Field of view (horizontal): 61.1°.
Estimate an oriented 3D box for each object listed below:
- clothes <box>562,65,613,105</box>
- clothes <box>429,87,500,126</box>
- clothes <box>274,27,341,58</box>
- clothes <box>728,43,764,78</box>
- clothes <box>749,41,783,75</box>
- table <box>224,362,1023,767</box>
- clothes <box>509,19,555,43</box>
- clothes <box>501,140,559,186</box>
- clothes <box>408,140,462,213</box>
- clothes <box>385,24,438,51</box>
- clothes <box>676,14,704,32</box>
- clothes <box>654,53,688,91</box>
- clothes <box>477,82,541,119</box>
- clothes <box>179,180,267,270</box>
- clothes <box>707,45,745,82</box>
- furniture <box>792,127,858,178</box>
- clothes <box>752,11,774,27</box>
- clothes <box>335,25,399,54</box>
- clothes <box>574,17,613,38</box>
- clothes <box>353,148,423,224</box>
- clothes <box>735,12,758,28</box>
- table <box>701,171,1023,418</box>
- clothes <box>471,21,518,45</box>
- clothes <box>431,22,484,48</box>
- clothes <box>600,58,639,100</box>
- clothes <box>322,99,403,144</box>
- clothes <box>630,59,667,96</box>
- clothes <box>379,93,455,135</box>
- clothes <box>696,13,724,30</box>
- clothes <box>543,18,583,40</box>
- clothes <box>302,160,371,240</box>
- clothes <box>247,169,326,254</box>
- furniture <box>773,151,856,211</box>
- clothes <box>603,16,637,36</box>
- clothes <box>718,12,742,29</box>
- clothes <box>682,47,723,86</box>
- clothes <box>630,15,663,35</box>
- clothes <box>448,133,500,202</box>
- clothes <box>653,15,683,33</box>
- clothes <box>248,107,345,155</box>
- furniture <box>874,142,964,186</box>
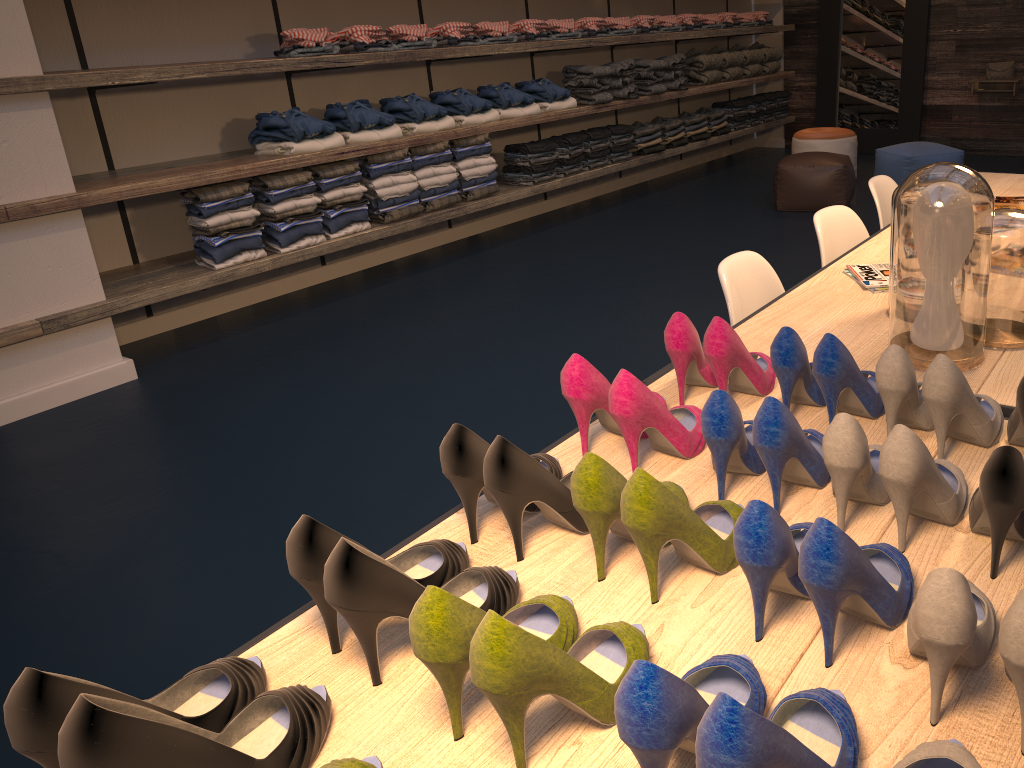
[{"bbox_3d":[0.575,-2.299,6.671,0.350,0.297,0.380,6,23,25],"label":"clothes"},{"bbox_3d":[-0.355,-1.829,5.718,0.394,0.236,0.467,12,27,35],"label":"clothes"},{"bbox_3d":[-1.111,-1.859,4.736,0.342,0.156,0.331,-16,25,-28],"label":"clothes"},{"bbox_3d":[2.365,-3.301,8.849,0.312,0.336,0.429,15,28,42],"label":"clothes"},{"bbox_3d":[2.659,-3.458,9.198,0.312,0.336,0.429,15,28,42],"label":"clothes"},{"bbox_3d":[0.047,0.833,0.737,1.149,0.728,2.767,13,27,36],"label":"table"},{"bbox_3d":[0.102,-2.499,6.145,0.297,0.152,0.383,10,25,31],"label":"clothes"},{"bbox_3d":[0.144,-1.593,6.229,0.343,0.294,0.356,13,27,38],"label":"clothes"},{"bbox_3d":[-0.524,-1.317,5.450,0.363,0.448,0.250,-21,25,-36],"label":"clothes"},{"bbox_3d":[-0.631,-2.115,5.307,0.342,0.156,0.331,-16,25,-28],"label":"clothes"},{"bbox_3d":[1.553,-3.274,7.873,0.297,0.152,0.383,10,25,31],"label":"clothes"},{"bbox_3d":[1.344,-2.723,7.600,0.365,0.312,0.387,5,23,23],"label":"clothes"},{"bbox_3d":[-0.061,-1.986,6.069,0.466,0.236,0.395,-19,26,-33],"label":"clothes"},{"bbox_3d":[-1.447,-0.812,4.366,0.235,0.404,0.348,14,28,42],"label":"clothes"},{"bbox_3d":[2.071,-3.144,8.499,0.312,0.336,0.429,15,28,42],"label":"clothes"},{"bbox_3d":[2.793,-2.034,7.766,0.538,0.472,0.633,13,27,38],"label":"furniture"},{"bbox_3d":[2.540,-3.801,9.047,0.297,0.152,0.383,10,25,31],"label":"clothes"},{"bbox_3d":[-0.872,-1.980,4.987,0.297,0.152,0.383,10,25,31],"label":"clothes"},{"bbox_3d":[0.582,-2.755,6.716,0.297,0.152,0.383,10,25,31],"label":"clothes"},{"bbox_3d":[-0.742,-1.201,5.191,0.363,0.448,0.250,-21,25,-36],"label":"clothes"},{"bbox_3d":[2.301,-3.681,8.797,0.342,0.156,0.331,-16,25,-28],"label":"clothes"},{"bbox_3d":[1.741,-0.072,2.753,1.149,0.728,2.767,13,27,36],"label":"table"},{"bbox_3d":[-0.138,-2.378,5.894,0.342,0.156,0.331,-16,25,-28],"label":"clothes"},{"bbox_3d":[-0.392,-2.236,5.558,0.297,0.152,0.383,10,25,31],"label":"clothes"},{"bbox_3d":[0.818,-2.442,6.974,0.365,0.312,0.387,5,23,23],"label":"clothes"},{"bbox_3d":[-0.897,-1.540,5.074,0.466,0.236,0.395,-19,26,-33],"label":"clothes"},{"bbox_3d":[1.101,-2.580,7.297,0.350,0.297,0.380,6,23,25],"label":"clothes"},{"bbox_3d":[-0.629,-1.683,5.392,0.394,0.236,0.467,12,27,35],"label":"clothes"},{"bbox_3d":[1.821,-3.424,8.225,0.342,0.156,0.331,-16,25,-28],"label":"clothes"},{"bbox_3d":[0.342,-2.635,6.466,0.342,0.156,0.331,-16,25,-28],"label":"clothes"},{"bbox_3d":[-0.995,-1.053,4.904,0.235,0.404,0.348,14,28,42],"label":"clothes"},{"bbox_3d":[-1.195,-0.931,4.629,0.235,0.404,0.348,14,28,42],"label":"clothes"},{"bbox_3d":[2.397,-1.625,6.887,0.616,0.416,0.693,5,23,21],"label":"furniture"},{"bbox_3d":[0.834,-2.897,7.051,0.342,0.156,0.331,-16,25,-28],"label":"clothes"},{"bbox_3d":[2.060,-3.545,8.476,0.297,0.152,0.383,10,25,31],"label":"clothes"},{"bbox_3d":[1.777,-2.987,8.149,0.312,0.336,0.429,15,28,42],"label":"clothes"},{"bbox_3d":[1.073,-3.018,7.301,0.297,0.152,0.383,10,25,31],"label":"clothes"},{"bbox_3d":[-0.283,-1.445,5.736,0.363,0.448,0.250,-21,25,-36],"label":"clothes"},{"bbox_3d":[1.314,-3.154,7.622,0.342,0.156,0.331,-16,25,-28],"label":"clothes"},{"bbox_3d":[-1.191,-1.382,4.723,0.394,0.236,0.467,12,27,35],"label":"clothes"},{"bbox_3d":[3.342,-1.774,7.142,0.676,0.416,0.633,-8,22,-12],"label":"furniture"}]
